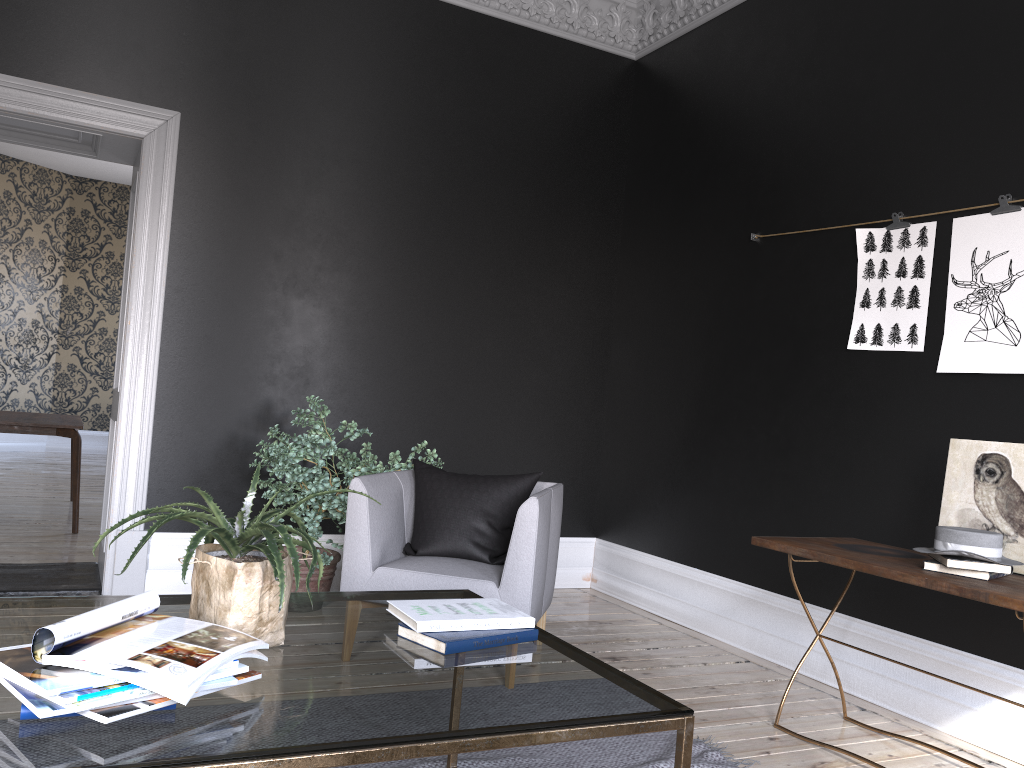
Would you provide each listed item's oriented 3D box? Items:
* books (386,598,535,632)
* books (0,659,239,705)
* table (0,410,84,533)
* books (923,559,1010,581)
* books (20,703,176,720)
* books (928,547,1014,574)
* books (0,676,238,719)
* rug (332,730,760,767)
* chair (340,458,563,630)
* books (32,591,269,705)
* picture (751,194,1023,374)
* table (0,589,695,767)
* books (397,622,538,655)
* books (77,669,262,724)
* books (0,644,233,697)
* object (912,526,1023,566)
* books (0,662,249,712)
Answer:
[{"bbox_3d":[-0.130,0.570,2.197,0.307,0.024,0.220,6,-2,-27],"label":"books"},{"bbox_3d":[-0.685,0.482,1.532,0.252,0.011,0.319,4,-2,35],"label":"books"},{"bbox_3d":[-3.798,0.629,6.844,0.851,0.755,1.794,5,-2,-27],"label":"table"},{"bbox_3d":[1.516,0.610,2.944,0.203,0.029,0.269,3,-2,43],"label":"books"},{"bbox_3d":[-0.706,0.529,1.518,0.231,0.023,0.162,6,-2,-26],"label":"books"},{"bbox_3d":[1.502,0.579,2.920,0.193,0.030,0.290,4,-2,14],"label":"books"},{"bbox_3d":[-0.681,0.504,1.525,0.252,0.011,0.319,3,-2,45],"label":"books"},{"bbox_3d":[-0.685,1.106,2.006,3.647,0.050,2.105,6,-2,-26],"label":"rug"},{"bbox_3d":[-0.220,0.790,3.866,0.818,0.862,0.770,5,-1,14],"label":"chair"},{"bbox_3d":[-0.624,0.465,1.574,0.273,0.109,0.322,5,-2,8],"label":"books"},{"bbox_3d":[2.260,-0.396,2.753,0.058,0.771,4.455,5,-2,-27],"label":"picture"},{"bbox_3d":[-0.553,0.847,1.895,1.450,0.558,1.092,6,-2,-27],"label":"table"},{"bbox_3d":[-0.106,0.597,2.136,0.290,0.030,0.193,6,-2,-43],"label":"books"},{"bbox_3d":[-0.648,0.518,1.553,0.252,0.011,0.319,4,-2,30],"label":"books"},{"bbox_3d":[-0.692,0.471,1.530,0.252,0.011,0.319,3,-2,40],"label":"books"},{"bbox_3d":[1.487,0.519,2.892,0.328,0.087,0.258,4,-2,29],"label":"object"},{"bbox_3d":[-0.667,0.494,1.534,0.252,0.011,0.319,4,-2,35],"label":"books"}]
